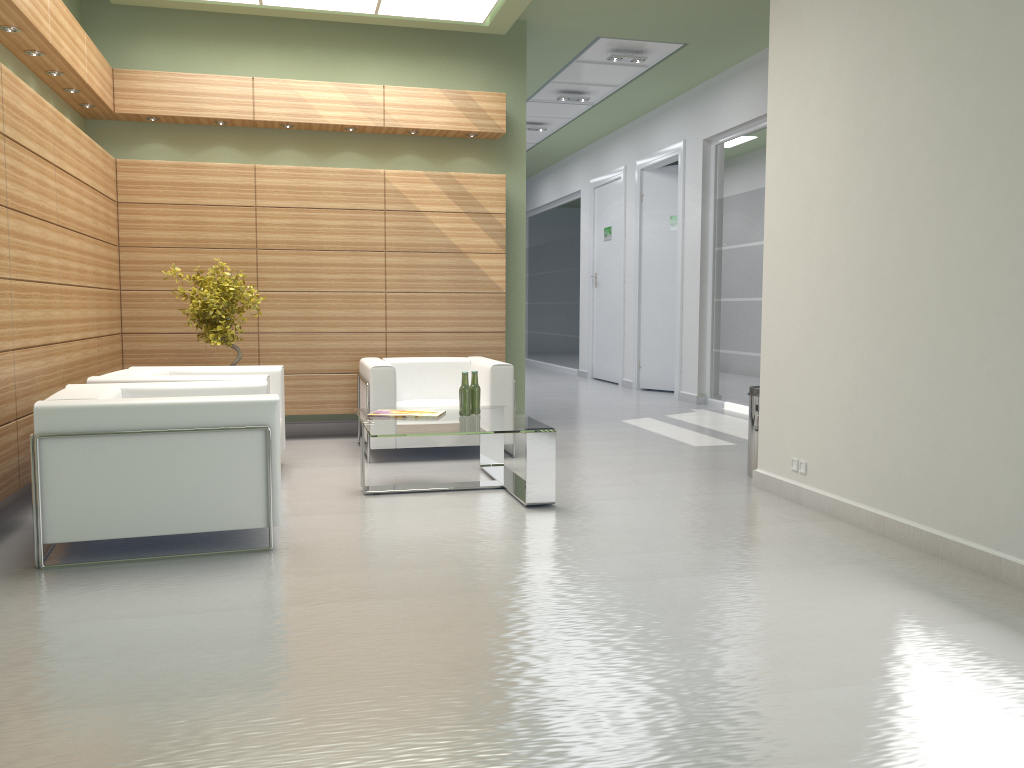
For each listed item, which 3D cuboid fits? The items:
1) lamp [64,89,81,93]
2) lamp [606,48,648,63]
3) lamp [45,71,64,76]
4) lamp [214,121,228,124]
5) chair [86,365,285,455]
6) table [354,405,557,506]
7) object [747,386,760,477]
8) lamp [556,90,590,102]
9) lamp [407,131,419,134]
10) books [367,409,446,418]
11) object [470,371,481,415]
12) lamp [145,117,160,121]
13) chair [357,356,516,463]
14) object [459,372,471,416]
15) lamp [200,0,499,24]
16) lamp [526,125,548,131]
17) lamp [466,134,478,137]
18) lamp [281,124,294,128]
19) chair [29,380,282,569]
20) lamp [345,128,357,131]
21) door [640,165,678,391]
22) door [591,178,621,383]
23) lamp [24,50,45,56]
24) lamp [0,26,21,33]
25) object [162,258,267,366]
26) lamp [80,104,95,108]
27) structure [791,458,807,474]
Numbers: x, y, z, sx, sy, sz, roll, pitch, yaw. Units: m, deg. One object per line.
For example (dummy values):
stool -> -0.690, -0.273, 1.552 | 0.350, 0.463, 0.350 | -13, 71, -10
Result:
lamp -> -5.274, -3.543, 10.637 | 0.181, 0.074, 0.181 | -4, 7, -42
lamp -> 2.002, -5.716, 15.456 | 0.657, 0.159, 0.286 | -1, 5, -14
lamp -> -5.077, -3.475, 9.843 | 0.181, 0.074, 0.181 | -3, 6, -31
lamp -> -4.085, -3.693, 12.443 | 0.181, 0.074, 0.181 | -2, 5, -19
chair -> -3.488, 0.463, 9.864 | 1.769, 1.234, 1.894 | -1, 5, -9
table -> -0.698, 0.730, 9.415 | 1.783, 0.742, 2.197 | -1, 5, -14
object -> 2.947, 0.550, 10.198 | 0.483, 1.027, 0.482 | -4, 7, -43
lamp -> 1.270, -5.969, 18.408 | 0.657, 0.159, 0.286 | -1, 5, -14
lamp -> -1.460, -3.740, 13.090 | 0.181, 0.074, 0.181 | 4, 6, 37
books -> -1.138, 0.323, 9.634 | 0.762, 0.025, 0.508 | 1, 5, 6
object -> -0.408, 0.095, 9.691 | 0.131, 0.475, 0.131 | 4, 6, 41
lamp -> -4.958, -3.677, 12.228 | 0.181, 0.074, 0.181 | -2, 5, -19
chair -> -1.062, 0.293, 11.941 | 1.894, 1.234, 1.802 | -1, 5, -14
object -> -0.505, 0.107, 9.544 | 0.131, 0.475, 0.131 | 4, 6, 41
lamp -> -2.014, -5.038, 9.607 | 4.571, 0.325, 5.060 | -1, 5, -14
lamp -> 0.506, -6.234, 21.492 | 0.657, 0.159, 0.286 | -1, 5, -14
lamp -> -0.601, -3.755, 13.302 | 0.181, 0.074, 0.181 | -2, 5, -19
lamp -> -3.202, -3.709, 12.661 | 0.181, 0.074, 0.181 | 4, 6, 37
chair -> -2.946, 0.656, 7.612 | 1.802, 1.234, 1.894 | -1, 5, -19
lamp -> -2.337, -3.724, 12.874 | 0.181, 0.074, 0.181 | -2, 5, -19
door -> 3.779, -2.369, 20.015 | 0.134, 5.083, 2.089 | -4, 7, -44
door -> 2.442, -2.625, 22.975 | 0.250, 5.083, 2.089 | -1, 5, -14
lamp -> -4.885, -3.408, 9.071 | 0.181, 0.074, 0.181 | -3, 6, -31
lamp -> -4.690, -3.341, 8.283 | 0.181, 0.074, 0.181 | -4, 7, -42
object -> -3.836, -0.346, 11.398 | 1.116, 2.565, 1.201 | 5, 7, 44
lamp -> -5.467, -3.610, 11.419 | 0.181, 0.074, 0.181 | -3, 6, -31
structure -> 2.849, 0.810, 8.816 | 0.017, 0.118, 0.262 | -1, 5, -14
